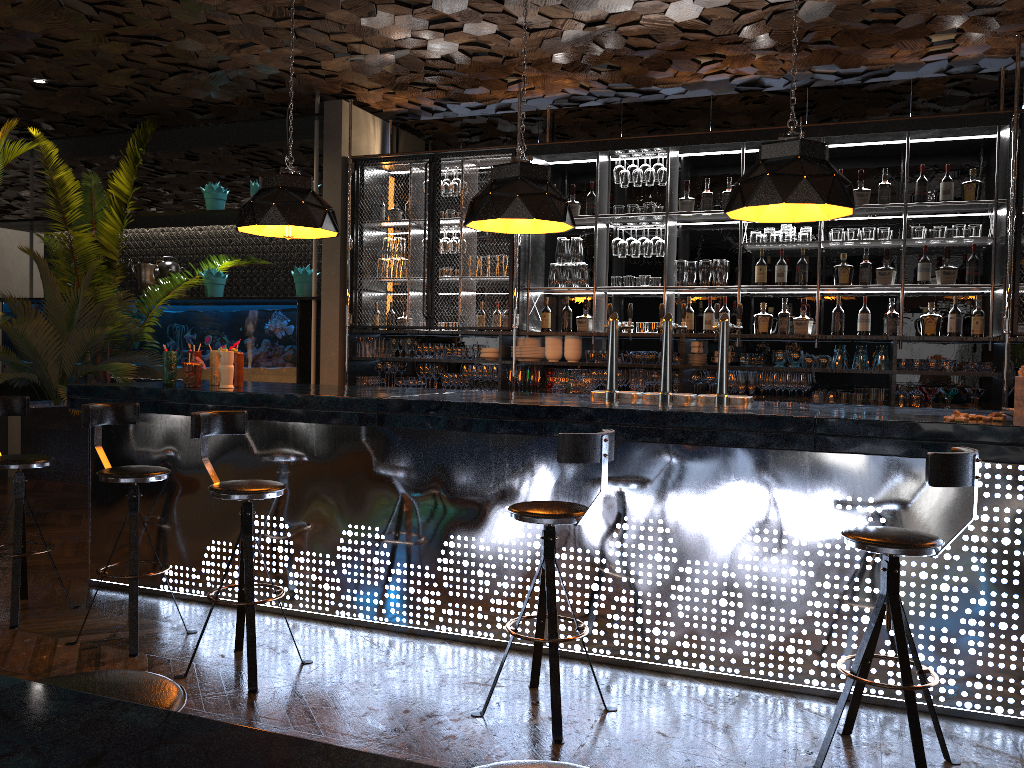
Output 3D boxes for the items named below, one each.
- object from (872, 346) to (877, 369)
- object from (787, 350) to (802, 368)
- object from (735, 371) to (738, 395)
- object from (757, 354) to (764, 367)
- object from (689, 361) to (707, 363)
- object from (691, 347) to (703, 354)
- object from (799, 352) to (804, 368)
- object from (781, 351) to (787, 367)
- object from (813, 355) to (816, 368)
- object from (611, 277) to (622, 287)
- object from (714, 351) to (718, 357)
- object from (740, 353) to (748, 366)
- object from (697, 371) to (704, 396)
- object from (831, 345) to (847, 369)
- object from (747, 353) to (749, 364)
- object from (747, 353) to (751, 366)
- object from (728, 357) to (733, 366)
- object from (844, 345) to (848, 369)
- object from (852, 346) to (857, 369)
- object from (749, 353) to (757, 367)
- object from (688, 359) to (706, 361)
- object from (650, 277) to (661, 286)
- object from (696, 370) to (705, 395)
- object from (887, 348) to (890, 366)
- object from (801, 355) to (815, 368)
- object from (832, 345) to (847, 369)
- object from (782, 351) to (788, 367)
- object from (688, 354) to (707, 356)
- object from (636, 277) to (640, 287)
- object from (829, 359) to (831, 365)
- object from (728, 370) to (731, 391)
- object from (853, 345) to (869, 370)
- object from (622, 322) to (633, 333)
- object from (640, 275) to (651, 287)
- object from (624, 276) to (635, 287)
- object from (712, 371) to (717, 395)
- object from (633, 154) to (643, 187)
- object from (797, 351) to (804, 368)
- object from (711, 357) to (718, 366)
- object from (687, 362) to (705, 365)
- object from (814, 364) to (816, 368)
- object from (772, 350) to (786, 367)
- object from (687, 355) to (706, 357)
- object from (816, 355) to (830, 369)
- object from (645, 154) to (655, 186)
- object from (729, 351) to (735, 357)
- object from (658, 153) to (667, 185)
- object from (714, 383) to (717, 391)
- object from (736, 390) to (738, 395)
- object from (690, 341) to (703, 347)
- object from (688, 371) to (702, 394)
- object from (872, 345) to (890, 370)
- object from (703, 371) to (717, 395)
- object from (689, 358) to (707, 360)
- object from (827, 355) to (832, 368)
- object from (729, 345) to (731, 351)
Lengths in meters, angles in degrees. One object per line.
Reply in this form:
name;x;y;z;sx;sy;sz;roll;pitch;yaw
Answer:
object;2.691;-0.191;6.475;0.115;0.172;0.101;2;2;31
object;2.075;-0.183;6.513;0.108;0.126;0.108;0;2;-34
object;1.729;0.014;6.853;0.058;0.234;0.058;1;2;-2
object;1.875;-0.180;6.706;0.058;0.099;0.067;3;2;34
object;1.426;-0.165;6.829;0.149;0.023;0.149;1;2;-10
object;1.429;-0.252;6.824;0.094;0.070;0.107;0;2;-38
object;2.162;-0.189;6.736;0.108;0.126;0.108;1;2;-7
object;2.016;-0.189;6.666;0.100;0.125;0.100;1;2;-21
object;2.195;-0.167;6.549;0.098;0.097;0.098;0;2;-31
object;0.846;-0.819;7.180;0.089;0.092;0.089;1;2;0
object;1.610;-0.220;6.836;0.094;0.069;0.105;1;2;-2
object;1.729;-0.180;6.609;0.067;0.099;0.058;0;2;-23
object;1.448;0.010;6.899;0.108;0.227;0.108;1;2;1
object;2.387;-0.197;6.463;0.115;0.172;0.101;2;2;31
object;1.753;-0.182;6.673;0.067;0.099;0.058;1;2;-9
object;1.808;-0.183;6.754;0.058;0.099;0.067;2;2;24
object;1.622;-0.171;6.735;0.106;0.067;0.094;2;2;10
object;2.438;-0.200;6.574;0.115;0.172;0.101;1;2;6
object;2.520;-0.192;6.409;0.115;0.172;0.101;0;2;-39
object;1.800;-0.179;6.623;0.058;0.099;0.067;0;2;-33
object;1.427;-0.177;6.829;0.149;0.023;0.149;1;2;6
object;1.158;-0.811;7.139;0.089;0.092;0.089;1;2;6
object;1.493;0.007;7.013;0.108;0.227;0.108;0;2;-37
object;2.653;-0.188;6.354;0.115;0.172;0.101;1;2;6
object;2.156;-0.165;6.455;0.098;0.097;0.098;1;2;1
object;2.348;-0.194;6.349;0.101;0.172;0.115;0;2;-39
object;2.057;-0.192;6.777;0.100;0.125;0.100;3;2;35
object;1.425;-0.220;6.827;0.149;0.026;0.148;2;2;28
object;1.043;-0.815;7.176;0.089;0.092;0.089;0;2;-37
object;2.287;-0.164;6.514;0.098;0.097;0.098;-1;3;-44
object;1.684;0.011;6.923;0.058;0.234;0.058;2;2;24
object;2.477;-0.189;6.288;0.115;0.172;0.101;1;2;6
object;0.922;-0.448;7.074;0.089;0.092;0.089;1;2;-15
object;1.048;-0.809;6.988;0.089;0.092;0.089;1;2;6
object;0.937;-0.815;7.097;0.089;0.092;0.089;1;2;0
object;1.553;0.014;6.858;0.108;0.227;0.108;1;2;-14
object;1.017;-1.724;7.165;0.092;0.244;0.092;1;2;-18
object;2.119;-0.186;6.621;0.108;0.126;0.108;2;2;16
object;1.603;-0.175;6.842;0.106;0.067;0.094;1;2;-16
object;1.425;-0.155;6.830;0.149;0.022;0.149;1;2;-10
object;2.257;-0.171;6.719;0.098;0.097;0.098;2;2;13
object;1.971;-0.186;6.552;0.100;0.125;0.100;0;2;-30
object;1.426;-0.209;6.827;0.149;0.025;0.149;1;2;-16
object;2.250;-0.161;6.412;0.098;0.097;0.098;0;2;-35
object;1.109;-1.721;7.129;0.092;0.244;0.092;1;2;-18
object;1.622;-0.217;6.738;0.106;0.069;0.094;0;2;-27
object;1.206;-1.718;7.092;0.092;0.244;0.092;1;2;-18
object;1.598;0.011;6.972;0.108;0.227;0.108;0;2;-33
object;1.754;0.012;6.929;0.058;0.234;0.058;0;2;-25
object;1.420;-0.296;6.826;0.094;0.069;0.106;2;2;27
object;1.400;0.012;6.790;0.108;0.227;0.108;2;2;13
object;2.604;-0.185;6.247;0.115;0.172;0.101;0;2;-39
object;1.508;0.016;6.749;0.108;0.227;0.108;1;2;-8
object;1.426;-0.189;6.828;0.149;0.024;0.149;2;2;21
object;2.329;-0.166;6.607;0.098;0.097;0.098;2;2;8
object;1.616;-0.261;6.728;0.094;0.068;0.106;2;2;21
